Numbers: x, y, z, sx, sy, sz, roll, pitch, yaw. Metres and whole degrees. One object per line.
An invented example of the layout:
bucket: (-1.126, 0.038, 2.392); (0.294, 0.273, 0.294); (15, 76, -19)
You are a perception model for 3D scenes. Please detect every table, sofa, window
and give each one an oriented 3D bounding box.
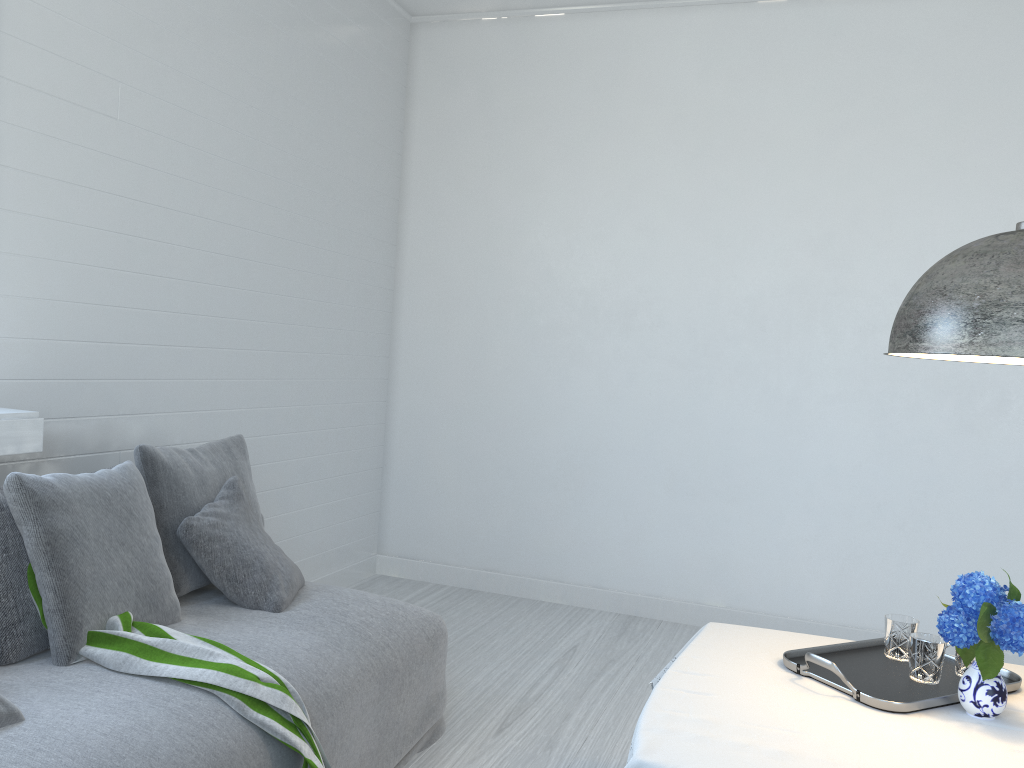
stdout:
table: (1.064, 1.170, 2.174); (1.669, 0.725, 1.327); (5, 2, 20)
sofa: (-0.283, 1.045, 1.969); (3.393, 0.899, 3.406); (5, 2, 19)
window: (-1.902, -0.978, 2.262); (0.378, 2.400, 1.481); (5, 3, 19)

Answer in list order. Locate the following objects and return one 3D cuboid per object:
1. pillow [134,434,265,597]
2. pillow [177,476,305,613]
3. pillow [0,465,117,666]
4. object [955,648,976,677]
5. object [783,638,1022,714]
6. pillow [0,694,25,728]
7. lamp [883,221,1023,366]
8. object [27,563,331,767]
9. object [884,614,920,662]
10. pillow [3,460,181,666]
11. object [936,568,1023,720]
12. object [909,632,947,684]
pillow: (-1.218, 0.507, 3.564); (0.278, 0.561, 0.639); (5, 2, 19)
pillow: (-1.008, 0.611, 3.400); (0.416, 0.463, 0.380); (4, 2, 4)
pillow: (-1.459, 0.562, 2.910); (0.280, 0.521, 0.641); (5, 2, 19)
object: (1.275, 0.754, 2.458); (0.095, 0.119, 0.095); (6, 3, 43)
object: (1.074, 0.764, 2.446); (0.651, 0.092, 0.398); (3, 2, -29)
pillow: (-1.445, 0.619, 2.135); (0.416, 0.463, 0.380); (6, 3, 34)
lamp: (1.279, -1.071, 2.061); (0.601, 2.046, 0.600); (4, 3, -10)
object: (-0.836, 0.967, 2.439); (1.579, 0.834, 0.622); (6, 3, 43)
object: (1.131, 0.740, 2.582); (0.095, 0.119, 0.095); (6, 3, 43)
pillow: (-1.325, 0.555, 2.852); (0.296, 0.573, 0.509); (5, 2, 19)
object: (1.169, 0.637, 2.184); (0.236, 0.377, 0.265); (5, 3, 21)
object: (1.122, 0.745, 2.403); (0.095, 0.119, 0.095); (4, 2, 3)
